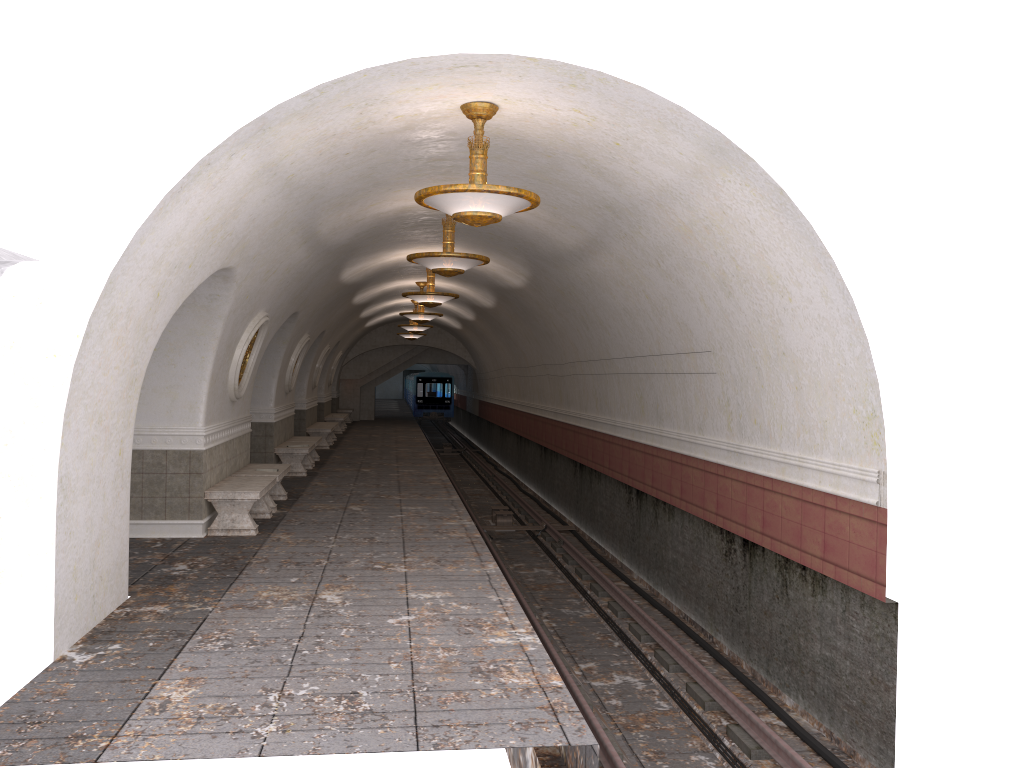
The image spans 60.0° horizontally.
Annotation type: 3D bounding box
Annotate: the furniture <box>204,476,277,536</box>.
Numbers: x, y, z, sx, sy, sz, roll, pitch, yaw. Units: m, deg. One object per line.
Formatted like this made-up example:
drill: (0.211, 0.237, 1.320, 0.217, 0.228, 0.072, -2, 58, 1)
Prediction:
furniture: (-3.260, 1.457, 10.733, 0.613, 0.508, 1.509, 1, 0, -8)

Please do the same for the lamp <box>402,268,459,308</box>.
lamp: (-1.421, -1.808, 15.539, 1.008, 0.955, 1.008, 1, 0, -24)

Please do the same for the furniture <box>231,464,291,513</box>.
furniture: (-3.487, 1.443, 12.399, 0.613, 0.508, 1.509, 1, 0, -8)

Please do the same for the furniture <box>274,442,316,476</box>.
furniture: (-4.071, 1.405, 16.686, 0.613, 0.508, 1.509, 1, 0, -8)

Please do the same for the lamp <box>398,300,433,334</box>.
lamp: (-2.726, -1.892, 25.108, 1.008, 0.955, 1.008, 1, 0, 8)

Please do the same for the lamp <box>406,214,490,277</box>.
lamp: (-0.764, -1.765, 10.721, 1.008, 0.955, 1.008, 1, 0, -24)

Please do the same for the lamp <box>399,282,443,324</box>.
lamp: (-2.074, -1.850, 20.324, 1.008, 0.955, 1.008, 1, 0, 8)

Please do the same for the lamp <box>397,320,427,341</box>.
lamp: (-3.379, -1.934, 29.893, 1.008, 0.955, 1.008, 1, 0, 38)

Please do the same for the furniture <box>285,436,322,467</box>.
furniture: (-4.299, 1.390, 18.353, 0.613, 0.508, 1.509, 1, 0, -8)

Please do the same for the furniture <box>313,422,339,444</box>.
furniture: (-5.112, 1.338, 24.318, 0.613, 0.508, 1.509, 1, 0, -8)

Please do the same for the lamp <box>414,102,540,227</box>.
lamp: (-0.271, -1.734, 7.100, 1.008, 0.955, 1.008, 1, 0, 38)

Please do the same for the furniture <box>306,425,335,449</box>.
furniture: (-4.885, 1.352, 22.652, 0.613, 0.508, 1.509, 1, 0, -8)

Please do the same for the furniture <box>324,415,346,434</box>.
furniture: (-5.690, 1.300, 28.560, 0.613, 0.508, 1.509, 1, 0, -8)

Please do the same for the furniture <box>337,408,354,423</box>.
furniture: (-6.542, 1.246, 34.804, 0.613, 0.508, 1.509, 1, 0, -8)

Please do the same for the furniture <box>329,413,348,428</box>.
furniture: (-5.918, 1.286, 30.226, 0.613, 0.508, 1.509, 1, 0, -8)
